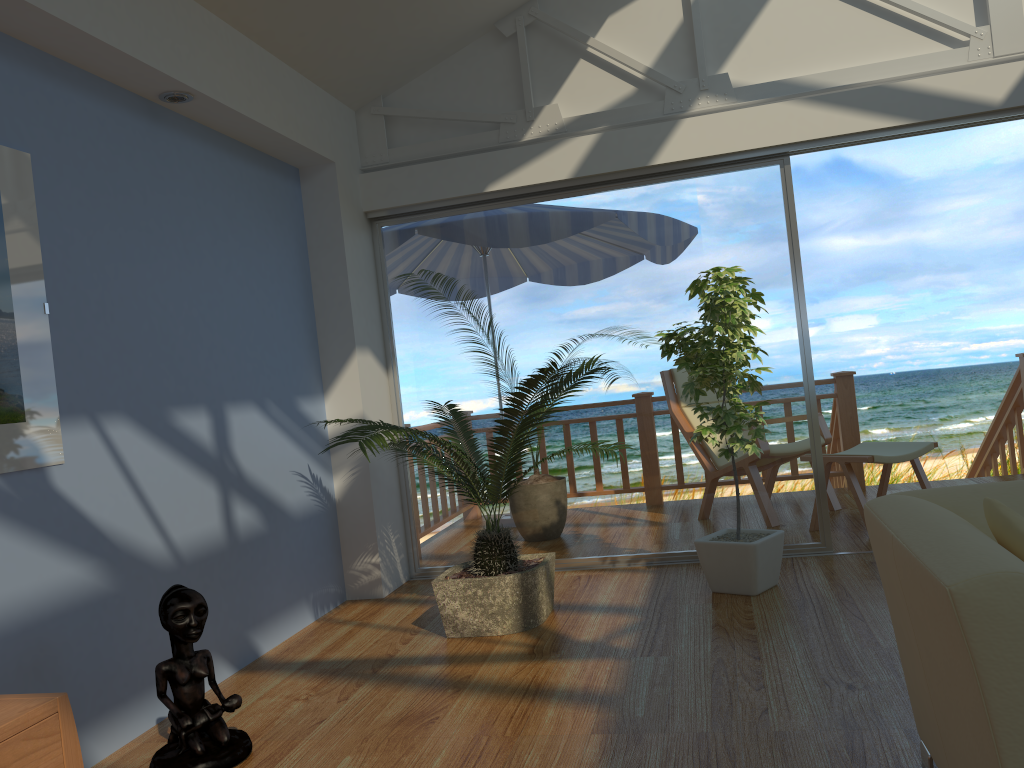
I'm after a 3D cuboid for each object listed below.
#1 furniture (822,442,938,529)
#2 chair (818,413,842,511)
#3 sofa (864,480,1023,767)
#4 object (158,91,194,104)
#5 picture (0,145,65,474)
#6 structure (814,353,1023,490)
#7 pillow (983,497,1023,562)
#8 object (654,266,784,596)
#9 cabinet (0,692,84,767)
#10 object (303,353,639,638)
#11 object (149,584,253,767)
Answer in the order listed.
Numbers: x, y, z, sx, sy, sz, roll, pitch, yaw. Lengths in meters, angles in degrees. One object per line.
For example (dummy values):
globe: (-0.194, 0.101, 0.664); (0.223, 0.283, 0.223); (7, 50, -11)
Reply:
furniture: (2.004, 0.567, 4.931); (0.619, 0.427, 0.449); (-6, 0, -32)
chair: (1.499, 0.343, 5.693); (0.632, 0.982, 0.859); (-6, 0, -32)
sofa: (1.959, 0.433, 1.470); (2.448, 0.597, 0.950); (-6, 0, 13)
object: (-1.251, -1.083, 3.300); (0.122, 0.050, 0.122); (-6, 0, -4)
picture: (-1.558, -0.208, 1.978); (0.005, 0.937, 1.419); (-6, 0, 13)
structure: (3.027, 0.726, 6.211); (6.950, 2.064, 4.086); (-6, 0, 13)
pillow: (1.064, 0.377, 1.531); (0.275, 0.312, 0.571); (-6, 0, 10)
object: (0.965, 0.190, 3.844); (0.495, 1.409, 0.699); (-6, 0, -14)
cabinet: (-1.365, 0.926, 1.027); (0.500, 0.468, 1.911); (-6, 0, 13)
object: (-0.178, 0.475, 3.799); (1.413, 1.093, 1.488); (-6, 0, -5)
object: (-0.940, 0.852, 2.613); (0.291, 0.517, 0.292); (-6, 0, -42)
